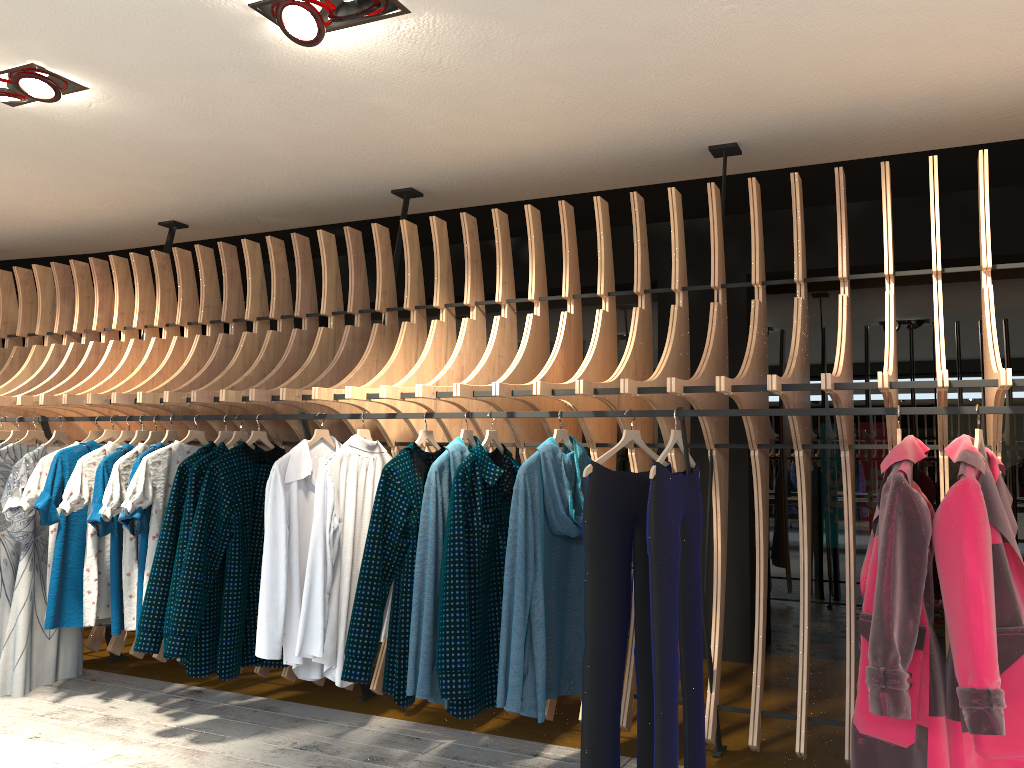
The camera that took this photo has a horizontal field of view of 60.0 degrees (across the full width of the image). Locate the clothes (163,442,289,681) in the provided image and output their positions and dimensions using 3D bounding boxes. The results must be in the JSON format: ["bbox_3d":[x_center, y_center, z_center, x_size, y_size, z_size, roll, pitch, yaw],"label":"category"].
[{"bbox_3d":[-1.252,0.820,4.248,0.238,1.083,0.912,-3,-7,30],"label":"clothes"}]

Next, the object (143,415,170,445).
[{"bbox_3d":[-1.838,0.301,4.593,0.013,0.285,0.523,-1,-6,20],"label":"object"}]

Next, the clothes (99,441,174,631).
[{"bbox_3d":[-1.809,0.762,4.551,0.162,0.940,0.741,-1,-6,20],"label":"clothes"}]

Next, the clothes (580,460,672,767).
[{"bbox_3d":[0.458,0.977,3.422,0.539,1.355,0.087,6,-8,-40],"label":"clothes"}]

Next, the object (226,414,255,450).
[{"bbox_3d":[-1.336,0.283,4.360,0.012,0.270,0.524,-2,-6,25],"label":"object"}]

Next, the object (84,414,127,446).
[{"bbox_3d":[-2.125,0.303,4.683,0.015,0.289,0.523,-3,-7,35],"label":"object"}]

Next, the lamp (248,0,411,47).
[{"bbox_3d":[-0.628,-1.339,3.069,0.492,0.286,0.269,-2,-6,25],"label":"lamp"}]

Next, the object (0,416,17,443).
[{"bbox_3d":[-2.925,0.319,5.086,0.012,0.270,0.524,-4,-7,40],"label":"object"}]

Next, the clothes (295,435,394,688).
[{"bbox_3d":[-0.716,0.782,3.963,0.165,1.108,0.732,-2,-6,25],"label":"clothes"}]

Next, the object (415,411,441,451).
[{"bbox_3d":[-0.376,0.253,3.891,0.012,0.270,0.524,-3,-6,30],"label":"object"}]

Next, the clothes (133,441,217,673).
[{"bbox_3d":[-1.442,0.825,4.337,0.238,1.083,0.912,-2,-6,25],"label":"clothes"}]

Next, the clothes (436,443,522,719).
[{"bbox_3d":[-0.077,0.787,3.701,0.238,1.083,0.912,-2,-6,25],"label":"clothes"}]

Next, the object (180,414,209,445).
[{"bbox_3d":[-1.592,0.291,4.444,0.014,0.284,0.523,-3,-7,35],"label":"object"}]

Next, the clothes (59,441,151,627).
[{"bbox_3d":[-1.996,0.767,4.606,0.158,0.933,0.742,-3,-7,29],"label":"clothes"}]

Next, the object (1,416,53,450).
[{"bbox_3d":[-2.671,0.312,4.966,0.012,0.270,0.524,-4,-7,40],"label":"object"}]

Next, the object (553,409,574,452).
[{"bbox_3d":[0.200,0.236,3.616,0.012,0.270,0.524,-3,-7,35],"label":"object"}]

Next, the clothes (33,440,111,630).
[{"bbox_3d":[-2.150,0.780,4.615,0.167,0.972,0.737,-3,-7,34],"label":"clothes"}]

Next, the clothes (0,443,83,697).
[{"bbox_3d":[-2.539,1.044,4.824,0.204,1.437,0.676,0,-6,10],"label":"clothes"}]

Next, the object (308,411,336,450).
[{"bbox_3d":[-0.888,0.262,4.136,0.012,0.270,0.524,-3,-6,30],"label":"object"}]

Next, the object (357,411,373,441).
[{"bbox_3d":[-0.676,0.257,4.037,0.012,0.270,0.524,-2,-6,25],"label":"object"}]

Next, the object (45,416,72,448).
[{"bbox_3d":[-2.506,0.310,4.909,0.012,0.270,0.524,0,-5,10],"label":"object"}]

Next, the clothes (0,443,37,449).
[{"bbox_3d":[-2.788,1.050,4.944,0.204,1.437,0.676,-1,-6,15],"label":"clothes"}]

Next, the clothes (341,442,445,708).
[{"bbox_3d":[-0.401,0.795,3.846,0.238,1.083,0.912,-3,-7,30],"label":"clothes"}]

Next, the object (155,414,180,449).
[{"bbox_3d":[-1.741,0.286,4.532,0.012,0.270,0.524,0,-5,10],"label":"object"}]

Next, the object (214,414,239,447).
[{"bbox_3d":[-1.415,0.284,4.384,0.012,0.270,0.524,-2,-6,25],"label":"object"}]

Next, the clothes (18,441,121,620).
[{"bbox_3d":[-2.213,0.773,4.709,0.743,0.933,0.158,6,-8,-40],"label":"clothes"}]

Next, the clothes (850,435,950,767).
[{"bbox_3d":[1.316,0.829,3.023,0.321,1.314,0.838,-2,-6,24],"label":"clothes"}]

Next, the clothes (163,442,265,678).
[{"bbox_3d":[-1.327,0.823,4.292,0.238,1.083,0.912,-2,-6,25],"label":"clothes"}]

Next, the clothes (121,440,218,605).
[{"bbox_3d":[-1.595,0.752,4.386,0.164,0.939,0.733,-2,-7,29],"label":"clothes"}]

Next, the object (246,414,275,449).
[{"bbox_3d":[-1.227,0.278,4.293,0.012,0.270,0.524,-3,-6,30],"label":"object"}]

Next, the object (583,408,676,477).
[{"bbox_3d":[0.472,0.232,3.494,0.524,0.270,0.012,5,-7,-39],"label":"object"}]

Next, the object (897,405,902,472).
[{"bbox_3d":[1.342,0.206,3.071,0.012,0.270,0.524,-2,-6,25],"label":"object"}]

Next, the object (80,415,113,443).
[{"bbox_3d":[-2.230,0.303,4.776,0.524,0.270,0.012,5,-7,-39],"label":"object"}]

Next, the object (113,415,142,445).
[{"bbox_3d":[-2.017,0.297,4.663,0.012,0.270,0.524,-3,-6,30],"label":"object"}]

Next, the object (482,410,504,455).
[{"bbox_3d":[-0.086,0.247,3.769,0.012,0.270,0.524,-2,-6,25],"label":"object"}]

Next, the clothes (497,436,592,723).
[{"bbox_3d":[0.210,0.752,3.575,0.256,1.090,0.714,-3,-7,31],"label":"clothes"}]

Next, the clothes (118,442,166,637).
[{"bbox_3d":[-1.758,0.773,4.477,0.168,0.952,0.741,0,-6,9],"label":"clothes"}]

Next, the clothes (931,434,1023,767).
[{"bbox_3d":[1.577,0.822,2.898,0.321,1.314,0.838,-3,-7,34],"label":"clothes"}]

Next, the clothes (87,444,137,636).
[{"bbox_3d":[-1.936,0.782,4.612,0.167,0.962,0.742,-1,-6,19],"label":"clothes"}]

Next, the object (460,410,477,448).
[{"bbox_3d":[-0.194,0.246,3.800,0.012,0.270,0.524,-2,-6,25],"label":"object"}]

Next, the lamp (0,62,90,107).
[{"bbox_3d":[-2.070,-1.297,3.750,0.492,0.295,0.269,-2,-6,25],"label":"lamp"}]

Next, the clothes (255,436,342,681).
[{"bbox_3d":[-0.864,0.791,4.096,0.165,1.108,0.732,-3,-7,30],"label":"clothes"}]

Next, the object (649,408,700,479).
[{"bbox_3d":[0.631,0.227,3.408,0.012,0.270,0.524,-3,-6,30],"label":"object"}]

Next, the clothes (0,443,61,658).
[{"bbox_3d":[-2.661,1.047,4.883,0.203,1.437,0.676,-4,-8,40],"label":"clothes"}]

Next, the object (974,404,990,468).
[{"bbox_3d":[1.574,0.203,2.986,0.012,0.270,0.524,-3,-7,35],"label":"object"}]

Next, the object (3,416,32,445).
[{"bbox_3d":[-2.797,0.314,5.017,0.012,0.270,0.524,-1,-6,15],"label":"object"}]

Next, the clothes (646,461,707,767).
[{"bbox_3d":[0.623,0.971,3.323,0.087,1.355,0.538,-3,-7,30],"label":"clothes"}]

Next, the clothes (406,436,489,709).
[{"bbox_3d":[-0.186,0.762,3.762,0.257,1.090,0.713,-1,-6,21],"label":"clothes"}]

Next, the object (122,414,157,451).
[{"bbox_3d":[-1.928,0.302,4.647,0.013,0.291,0.523,-1,-6,20],"label":"object"}]
